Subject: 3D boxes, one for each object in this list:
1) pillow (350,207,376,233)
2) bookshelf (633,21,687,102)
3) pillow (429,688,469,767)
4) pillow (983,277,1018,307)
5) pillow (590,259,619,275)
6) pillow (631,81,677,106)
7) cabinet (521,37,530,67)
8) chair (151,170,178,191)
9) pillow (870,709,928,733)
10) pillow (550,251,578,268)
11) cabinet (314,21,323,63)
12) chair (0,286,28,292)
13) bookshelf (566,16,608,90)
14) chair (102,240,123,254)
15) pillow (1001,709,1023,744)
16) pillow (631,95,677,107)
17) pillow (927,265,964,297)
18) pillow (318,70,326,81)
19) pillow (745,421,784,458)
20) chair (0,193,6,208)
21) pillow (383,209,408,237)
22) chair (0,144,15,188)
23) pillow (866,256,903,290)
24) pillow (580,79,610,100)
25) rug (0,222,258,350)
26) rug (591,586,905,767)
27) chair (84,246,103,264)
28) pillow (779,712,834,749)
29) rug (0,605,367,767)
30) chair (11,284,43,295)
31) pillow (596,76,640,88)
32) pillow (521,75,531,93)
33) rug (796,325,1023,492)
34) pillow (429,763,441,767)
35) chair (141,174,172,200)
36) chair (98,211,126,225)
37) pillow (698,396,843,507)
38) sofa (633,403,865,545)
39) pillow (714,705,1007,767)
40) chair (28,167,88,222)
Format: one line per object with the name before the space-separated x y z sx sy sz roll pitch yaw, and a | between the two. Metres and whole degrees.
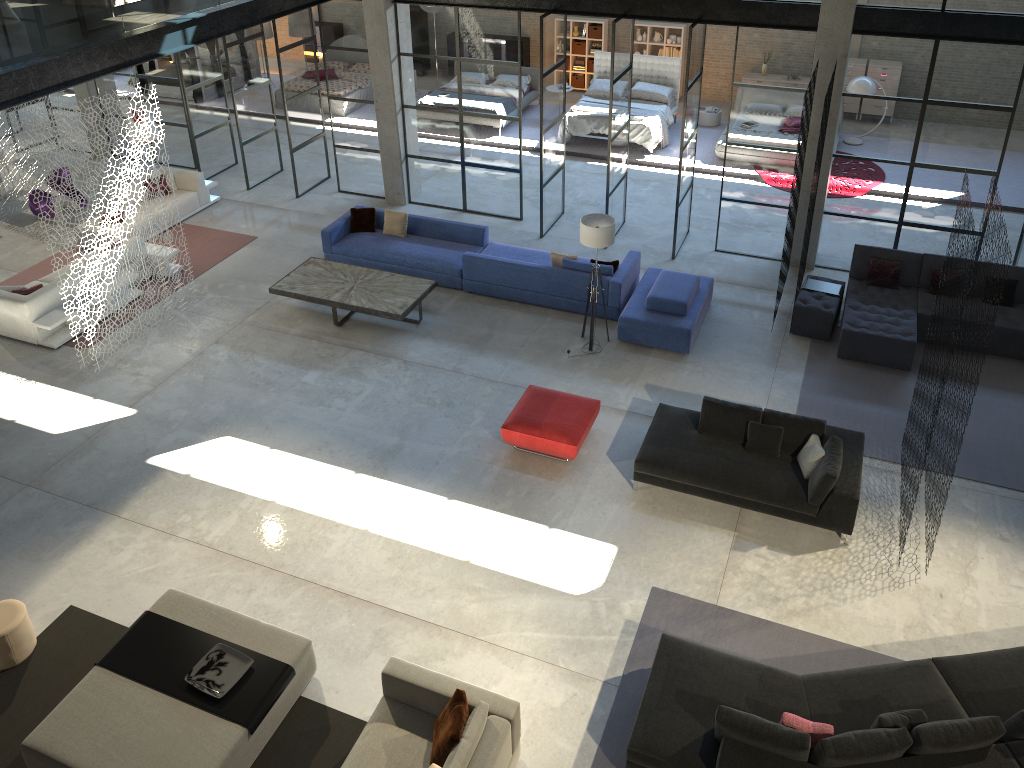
pillow | -2.308 -2.546 13.616 0.398 0.349 0.276 0 30 1
bookshelf | 3.402 -7.565 20.601 1.251 1.654 0.348 12 31 21
pillow | -0.428 2.373 6.020 0.259 0.349 0.424 0 31 1
pillow | 6.254 -1.172 11.239 0.386 0.315 0.231 10 32 18
pillow | 1.257 -1.563 12.014 0.398 0.349 0.276 0 30 1
pillow | 2.934 -6.146 18.459 0.989 0.275 0.728 14 35 21
cabinet | -0.594 -8.231 22.237 2.099 1.092 0.474 12 32 20
chair | -6.016 -3.484 15.173 0.388 0.317 0.264 -20 36 -29
pillow | 2.614 2.332 5.969 0.356 0.301 0.209 -6 30 -7
pillow | 0.736 -1.658 12.166 0.405 0.359 0.218 12 32 21
cabinet | -5.114 -9.217 23.867 1.049 1.092 0.474 12 32 20
chair | -6.636 -1.249 11.790 0.390 0.256 0.338 -2 31 -2
bookshelf | 1.658 -7.954 21.247 1.251 1.654 0.348 12 31 21
chair | -5.845 -1.901 12.741 0.271 0.303 0.417 12 34 21
pillow | 4.027 2.275 6.020 1.301 0.386 0.288 -5 30 -6
pillow | 2.969 -6.107 18.563 0.968 0.312 0.754 13 35 20
pillow | 5.664 -1.334 11.450 0.410 0.355 0.202 12 32 20
pillow | -4.476 -7.224 20.477 0.876 0.200 0.671 0 33 2
pillow | 2.514 0.547 8.741 0.345 0.289 0.198 10 32 18
chair | -9.337 -3.450 15.377 0.550 0.819 0.443 11 32 20
pillow | -1.787 -2.458 13.459 0.405 0.359 0.218 12 32 21
chair | -9.610 -3.935 16.128 0.424 0.819 0.575 11 32 19
pillow | 4.970 -1.477 11.706 0.417 0.324 0.248 12 33 21
pillow | 2.035 -6.262 18.712 1.037 0.352 0.700 14 35 22
rug | -6.077 -1.698 13.354 2.668 0.019 3.829 12 35 19
rug | 2.424 2.901 6.079 3.658 0.019 2.793 12 35 19
chair | -5.993 -1.744 12.506 0.269 0.299 0.417 4 32 8
pillow | 1.989 2.351 5.960 0.343 0.290 0.210 9 32 16
rug | -2.698 3.044 5.992 3.658 0.019 2.793 12 35 19
chair | -6.394 -1.188 11.674 0.406 0.316 0.297 -13 33 -19
pillow | 2.239 -6.409 18.930 1.061 0.304 0.515 12 34 20
pillow | -0.531 -6.947 20.108 1.944 0.295 0.578 12 35 20
rug | 5.227 0.272 10.039 3.658 0.019 2.793 12 35 19
pillow | -0.598 2.675 5.553 0.209 0.359 0.423 11 33 20
chair | -6.072 -3.368 14.998 0.419 0.316 0.267 -21 36 -29
chair | -6.425 -2.685 14.087 0.418 0.102 0.428 -13 35 -18
pillow | 2.658 0.543 8.715 0.760 0.395 1.643 -23 39 -31
sofa | 2.378 0.778 8.846 2.124 0.530 1.140 13 35 20
pillow | 2.307 2.400 5.875 1.892 0.396 0.462 0 31 2
chair | -7.911 -3.310 15.230 0.661 0.704 0.840 11 33 19
